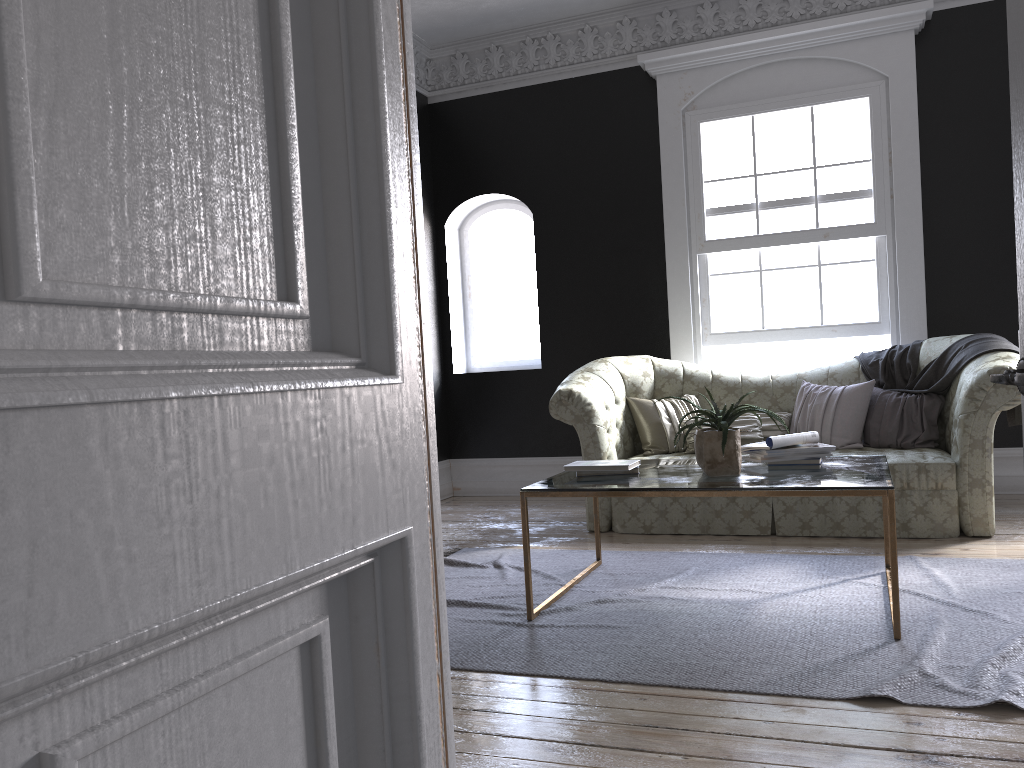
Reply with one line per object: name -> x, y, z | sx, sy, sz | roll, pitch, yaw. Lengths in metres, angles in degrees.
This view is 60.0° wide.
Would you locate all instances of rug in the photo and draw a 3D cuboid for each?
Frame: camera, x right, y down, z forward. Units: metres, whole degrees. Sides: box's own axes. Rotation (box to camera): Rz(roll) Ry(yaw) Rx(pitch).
rug -> 0.923, 0.935, 3.828 | 3.646, 0.050, 2.104 | -3, 1, 22

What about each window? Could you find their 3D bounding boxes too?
window -> -0.049, -0.887, 7.998 | 0.740, 1.457, 0.112 | -3, 2, 21
window -> 2.084, -1.239, 6.709 | 1.263, 1.672, 0.056 | -3, 2, 21

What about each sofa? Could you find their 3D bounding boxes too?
sofa -> 1.809, 0.325, 5.964 | 2.814, 1.161, 1.605 | -3, 1, 22

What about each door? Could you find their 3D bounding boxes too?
door -> 0.919, -0.210, 1.181 | 0.216, 2.375, 1.097 | -3, 2, 9

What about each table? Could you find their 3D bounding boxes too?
table -> 0.919, 0.667, 3.977 | 1.449, 0.558, 1.092 | -3, 1, 21

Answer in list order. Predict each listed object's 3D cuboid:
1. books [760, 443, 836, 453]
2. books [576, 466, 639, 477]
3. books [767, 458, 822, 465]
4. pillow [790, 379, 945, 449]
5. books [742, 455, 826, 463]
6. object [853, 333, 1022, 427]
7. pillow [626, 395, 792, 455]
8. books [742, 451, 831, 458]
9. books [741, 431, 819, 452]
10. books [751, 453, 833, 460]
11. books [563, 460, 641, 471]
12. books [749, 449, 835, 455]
books -> 1.287, 0.292, 4.085 | 0.318, 0.011, 0.252 | -3, 1, -2
books -> 0.443, 0.398, 4.127 | 0.289, 0.030, 0.193 | -3, 1, 6
books -> 1.304, 0.350, 4.088 | 0.231, 0.023, 0.162 | -3, 1, 22
pillow -> 2.268, 0.192, 5.727 | 0.964, 0.462, 0.404 | -3, 1, 29
books -> 1.240, 0.337, 4.107 | 0.318, 0.011, 0.252 | -3, 1, -12
object -> 2.725, -0.012, 5.699 | 0.517, 0.585, 1.367 | -4, 1, -19
pillow -> 1.331, 0.263, 6.073 | 1.106, 0.416, 0.528 | -3, 1, 21
books -> 1.266, 0.314, 4.103 | 0.318, 0.011, 0.252 | -3, 1, -7
books -> 1.208, 0.283, 4.106 | 0.322, 0.109, 0.273 | -4, 1, -34
books -> 1.282, 0.324, 4.099 | 0.318, 0.011, 0.252 | -3, 1, 3
books -> 0.414, 0.374, 4.066 | 0.307, 0.024, 0.220 | -3, 1, 21
books -> 1.280, 0.303, 4.090 | 0.318, 0.011, 0.252 | -3, 1, -7
